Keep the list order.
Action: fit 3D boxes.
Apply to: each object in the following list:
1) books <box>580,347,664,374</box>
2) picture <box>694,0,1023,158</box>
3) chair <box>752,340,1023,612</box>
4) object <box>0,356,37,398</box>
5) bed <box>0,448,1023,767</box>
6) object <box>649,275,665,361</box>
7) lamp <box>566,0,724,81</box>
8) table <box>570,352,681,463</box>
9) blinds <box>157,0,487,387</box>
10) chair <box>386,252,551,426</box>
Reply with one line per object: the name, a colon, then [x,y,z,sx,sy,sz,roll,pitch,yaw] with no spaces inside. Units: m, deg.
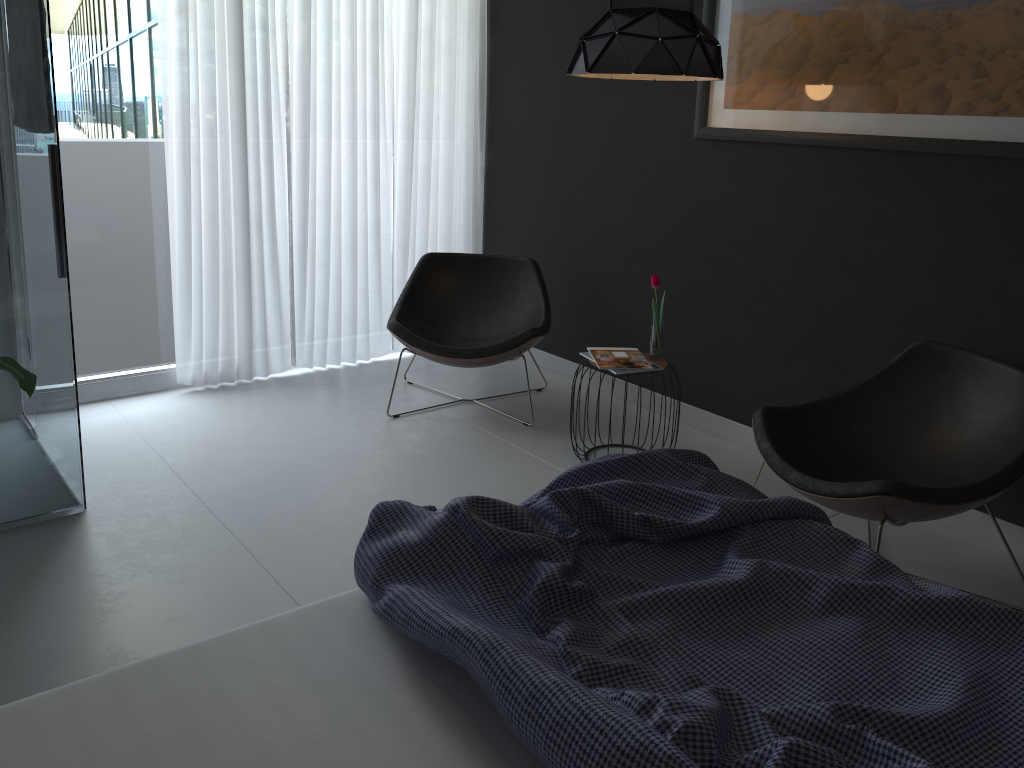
books: [-1.595,1.029,0.383,0.408,0.365,8.359,11,19,29]
picture: [1.420,-1.189,3.111,0.041,0.709,1.977,-8,19,-36]
chair: [1.235,0.268,2.857,0.814,0.678,0.806,-3,16,-16]
object: [-1.669,0.202,2.158,0.852,1.029,1.009,-3,16,-19]
bed: [-0.099,0.102,1.022,2.625,2.004,2.594,-10,20,-36]
object: [0.597,-0.270,3.633,0.066,0.349,0.078,1,13,-6]
lamp: [0.524,-1.605,3.285,0.583,0.886,0.619,-3,15,-19]
table: [0.471,0.113,3.689,0.453,0.427,0.457,10,17,28]
blinds: [-0.885,-1.404,4.643,1.864,2.647,0.138,-9,17,-37]
chair: [-0.204,-0.248,4.348,0.789,0.678,0.831,3,16,4]
